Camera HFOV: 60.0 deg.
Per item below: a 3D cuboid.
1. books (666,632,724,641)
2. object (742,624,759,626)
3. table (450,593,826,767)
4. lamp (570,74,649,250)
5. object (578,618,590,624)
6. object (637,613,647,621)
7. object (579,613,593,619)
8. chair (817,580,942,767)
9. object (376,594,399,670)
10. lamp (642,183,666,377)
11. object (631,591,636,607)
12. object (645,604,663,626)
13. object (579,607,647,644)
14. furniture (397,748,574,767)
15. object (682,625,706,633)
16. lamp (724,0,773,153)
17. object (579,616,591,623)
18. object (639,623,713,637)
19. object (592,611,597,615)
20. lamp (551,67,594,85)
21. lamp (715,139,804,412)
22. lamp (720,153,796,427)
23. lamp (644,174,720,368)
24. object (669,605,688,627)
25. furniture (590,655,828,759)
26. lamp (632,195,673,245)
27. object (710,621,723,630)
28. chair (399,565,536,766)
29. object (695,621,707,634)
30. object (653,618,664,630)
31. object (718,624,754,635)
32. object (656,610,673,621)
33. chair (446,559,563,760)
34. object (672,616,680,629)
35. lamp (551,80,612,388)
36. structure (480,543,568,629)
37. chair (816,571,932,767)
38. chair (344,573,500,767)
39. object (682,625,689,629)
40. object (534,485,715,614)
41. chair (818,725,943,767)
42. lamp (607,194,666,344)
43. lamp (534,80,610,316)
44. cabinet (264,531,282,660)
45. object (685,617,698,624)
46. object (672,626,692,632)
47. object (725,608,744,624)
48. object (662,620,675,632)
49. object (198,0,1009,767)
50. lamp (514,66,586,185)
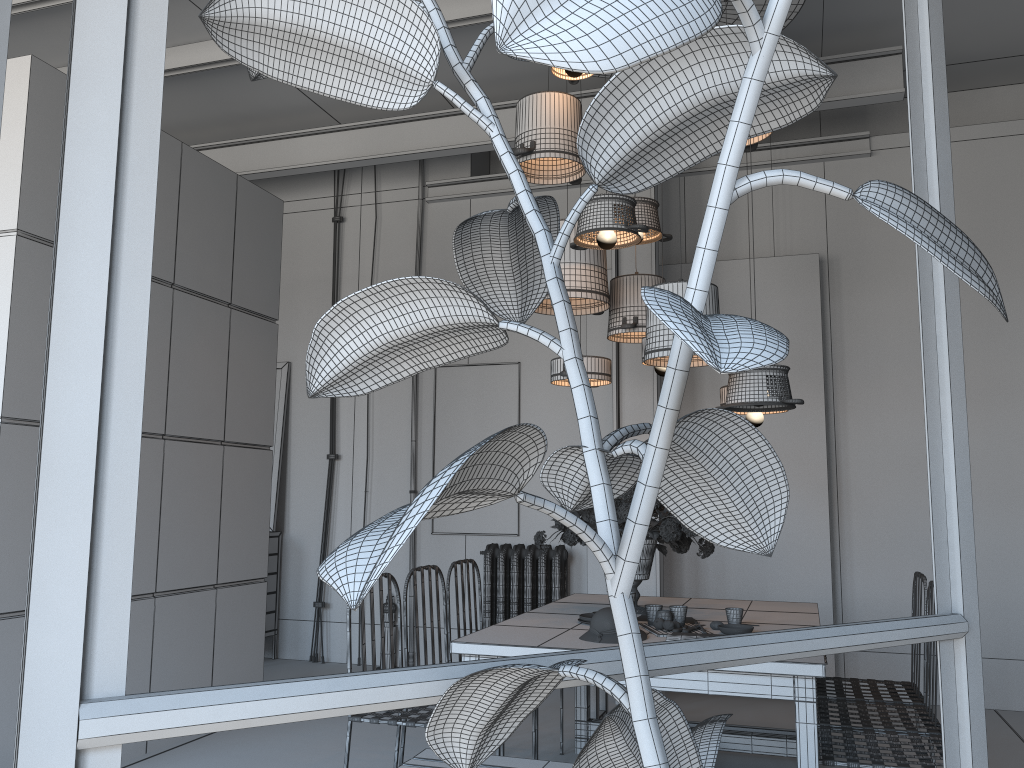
[{"bbox_3d":[0.648,0.885,3.082,0.202,0.041,0.249,-2,-8,16],"label":"books"},{"bbox_3d":[0.906,0.967,3.567,0.174,0.014,0.021,-1,-8,13],"label":"object"},{"bbox_3d":[0.645,1.398,3.691,1.239,0.819,1.784,-2,-8,18],"label":"table"},{"bbox_3d":[0.423,-1.229,3.945,0.359,1.306,0.301,-1,-8,11],"label":"lamp"},{"bbox_3d":[0.385,0.968,3.608,0.236,0.015,0.236,2,-8,-9],"label":"object"},{"bbox_3d":[0.610,0.986,3.735,0.182,0.016,0.179,-3,-8,23],"label":"object"},{"bbox_3d":[0.380,0.957,3.618,0.211,0.024,0.211,5,-9,-29],"label":"object"},{"bbox_3d":[1.422,1.261,3.452,0.488,0.975,0.474,-2,-8,18],"label":"chair"},{"bbox_3d":[-0.943,1.944,6.881,0.206,0.647,0.173,6,-9,-36],"label":"object"},{"bbox_3d":[0.693,-0.940,4.106,0.202,1.831,0.253,5,-9,-33],"label":"lamp"},{"bbox_3d":[0.427,0.876,3.417,0.102,0.146,0.102,3,-8,-17],"label":"object"},{"bbox_3d":[0.559,0.910,3.492,0.071,0.076,0.071,-2,-8,15],"label":"object"},{"bbox_3d":[0.361,0.912,3.200,0.236,0.211,0.260,-5,-9,36],"label":"object"},{"bbox_3d":[0.268,1.386,2.531,1.260,0.478,0.300,-2,-8,18],"label":"furniture"},{"bbox_3d":[0.688,0.921,3.346,0.024,0.017,0.249,-4,-9,28],"label":"object"},{"bbox_3d":[1.009,-1.504,4.148,0.403,0.687,0.505,1,-8,-4],"label":"lamp"},{"bbox_3d":[0.380,0.963,3.617,0.211,0.024,0.211,-5,-9,37],"label":"object"},{"bbox_3d":[0.624,0.944,3.412,0.213,0.012,0.335,1,-8,-5],"label":"object"},{"bbox_3d":[0.397,0.954,3.638,0.135,0.029,0.135,-1,-8,11],"label":"object"},{"bbox_3d":[0.272,-1.612,3.891,0.202,0.564,0.253,5,-9,-33],"label":"lamp"},{"bbox_3d":[1.029,-0.890,3.814,0.359,2.004,0.301,-2,-8,16],"label":"lamp"},{"bbox_3d":[1.191,-0.791,4.460,0.404,2.026,0.323,-3,-8,21],"label":"lamp"},{"bbox_3d":[0.681,-1.001,3.604,0.312,1.845,0.352,-7,-10,43],"label":"lamp"},{"bbox_3d":[0.651,0.907,3.465,0.071,0.076,0.071,-7,-10,43],"label":"object"},{"bbox_3d":[1.054,1.697,4.821,1.260,0.478,0.300,-2,-8,18],"label":"furniture"},{"bbox_3d":[0.626,-1.248,4.591,0.301,1.094,0.359,-5,-9,36],"label":"lamp"},{"bbox_3d":[0.791,0.942,3.480,0.054,0.037,0.121,1,-8,-3],"label":"object"},{"bbox_3d":[-0.190,1.320,3.988,0.488,0.975,0.474,-2,-8,18],"label":"chair"},{"bbox_3d":[0.710,0.916,3.340,0.021,0.026,0.173,0,-8,2],"label":"object"},{"bbox_3d":[0.560,0.910,3.362,0.051,0.045,0.045,1,-8,-4],"label":"object"},{"bbox_3d":[0.842,0.926,3.334,0.133,0.029,0.133,4,-8,-24],"label":"object"},{"bbox_3d":[0.587,0.907,3.425,0.065,0.064,0.065,0,-8,3],"label":"object"},{"bbox_3d":[-0.035,1.383,4.455,0.488,0.975,0.474,-2,-8,18],"label":"chair"},{"bbox_3d":[0.617,0.908,3.365,0.044,0.050,0.043,-5,-9,36],"label":"object"},{"bbox_3d":[0.371,-0.869,4.790,0.323,1.798,0.404,2,-8,-14],"label":"lamp"},{"bbox_3d":[0.102,1.667,6.422,0.733,1.007,0.328,-2,-8,18],"label":"structure"},{"bbox_3d":[1.581,1.326,3.932,0.488,0.975,0.474,-2,-8,18],"label":"chair"},{"bbox_3d":[-0.348,1.255,3.508,0.488,0.975,0.474,-2,-8,18],"label":"chair"},{"bbox_3d":[0.660,0.922,3.362,0.021,0.019,0.174,-2,-8,15],"label":"object"},{"bbox_3d":[0.513,0.702,4.046,0.782,0.654,0.697,-2,-8,20],"label":"object"},{"bbox_3d":[1.268,1.197,2.985,0.488,0.975,0.474,-2,-8,18],"label":"chair"},{"bbox_3d":[0.656,-1.006,4.670,0.364,1.553,0.322,4,-8,-26],"label":"lamp"},{"bbox_3d":[0.279,-1.093,4.443,0.470,1.447,0.415,2,-8,-11],"label":"lamp"},{"bbox_3d":[-2.390,1.699,7.081,0.796,1.026,0.668,-2,-8,18],"label":"cabinet"},{"bbox_3d":[0.676,0.980,3.682,0.182,0.014,0.185,0,-8,2],"label":"object"},{"bbox_3d":[0.673,0.926,3.366,0.024,0.015,0.249,-5,-10,38],"label":"object"},{"bbox_3d":[0.881,0.927,3.509,0.071,0.076,0.071,4,-8,-24],"label":"object"},{"bbox_3d":[0.587,0.905,3.320,0.044,0.043,0.043,2,-8,-10],"label":"object"},{"bbox_3d":[0.086,0.225,0.167,1.309,2.183,1.253,-4,-9,29],"label":"object"},{"bbox_3d":[0.175,-1.419,4.186,0.392,0.870,0.346,2,-8,-11],"label":"lamp"}]
